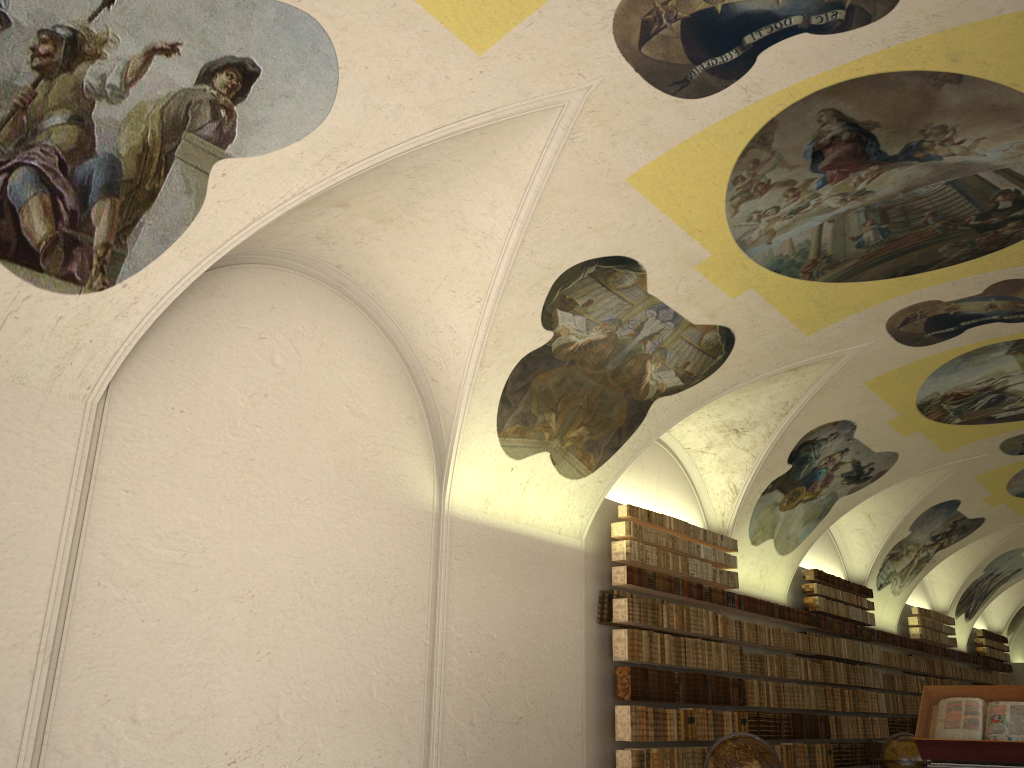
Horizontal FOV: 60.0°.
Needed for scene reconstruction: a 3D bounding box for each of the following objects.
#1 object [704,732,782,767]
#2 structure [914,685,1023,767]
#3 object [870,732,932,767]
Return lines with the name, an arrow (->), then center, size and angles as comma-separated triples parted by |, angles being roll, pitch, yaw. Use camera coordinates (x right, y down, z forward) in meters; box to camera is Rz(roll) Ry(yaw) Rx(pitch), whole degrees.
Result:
object -> 2.844, 5.015, 10.808 | 1.279, 1.439, 1.287 | 1, -20, 2
structure -> 5.207, 4.211, 9.296 | 1.248, 1.968, 1.899 | -14, -25, 36
object -> 7.043, 6.939, 15.704 | 1.279, 1.439, 1.286 | 6, -21, -12
